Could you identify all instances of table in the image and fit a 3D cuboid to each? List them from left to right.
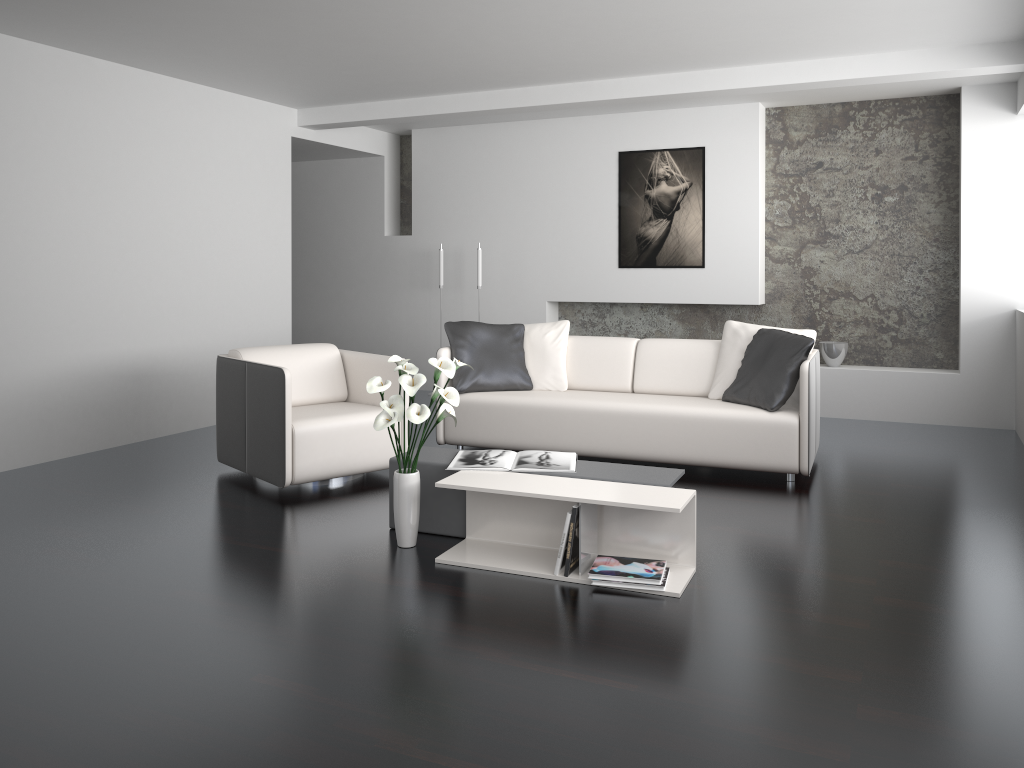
[{"bbox_3d":[0.090,0.502,3.810,1.259,0.313,0.300,3,5,23],"label":"table"},{"bbox_3d":[0.201,0.553,3.418,0.969,0.313,0.300,3,5,23],"label":"table"}]

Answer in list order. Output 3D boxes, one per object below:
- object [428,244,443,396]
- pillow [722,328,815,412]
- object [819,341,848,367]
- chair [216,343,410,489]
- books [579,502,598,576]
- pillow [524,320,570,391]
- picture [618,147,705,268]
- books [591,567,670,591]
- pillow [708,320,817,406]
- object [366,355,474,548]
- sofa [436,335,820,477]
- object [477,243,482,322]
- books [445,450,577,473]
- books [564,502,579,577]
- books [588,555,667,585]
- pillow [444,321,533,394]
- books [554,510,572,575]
[{"bbox_3d":[-0.652,-0.594,8.106,0.180,1.391,0.180,0,1,25],"label":"object"},{"bbox_3d":[1.484,-0.086,5.034,0.333,0.434,0.555,-1,5,-19],"label":"pillow"},{"bbox_3d":[2.548,-0.233,6.977,0.215,0.190,0.216,2,5,19],"label":"object"},{"bbox_3d":[-1.150,0.129,5.005,0.769,0.659,0.923,-4,6,-40],"label":"chair"},{"bbox_3d":[0.293,0.560,3.365,0.007,0.283,0.206,0,3,23],"label":"books"},{"bbox_3d":[0.109,-0.174,5.877,0.585,0.498,0.325,1,3,14],"label":"pillow"},{"bbox_3d":[1.255,-1.478,7.425,0.746,1.002,0.004,1,1,25],"label":"picture"},{"bbox_3d":[0.441,0.707,3.250,0.263,0.017,0.215,2,8,15],"label":"books"},{"bbox_3d":[1.506,-0.118,5.309,0.588,0.506,0.300,2,3,29],"label":"pillow"},{"bbox_3d":[-0.374,0.288,3.597,0.378,0.795,0.448,0,2,8],"label":"object"},{"bbox_3d":[0.724,0.063,5.514,2.241,0.658,0.925,3,6,22],"label":"sofa"},{"bbox_3d":[-0.290,-0.558,7.824,0.180,1.391,0.180,0,1,25],"label":"object"},{"bbox_3d":[0.009,0.332,3.843,0.548,0.017,0.361,1,7,5],"label":"books"},{"bbox_3d":[0.259,0.570,3.359,0.050,0.262,0.235,0,3,23],"label":"books"},{"bbox_3d":[0.431,0.688,3.273,0.263,0.017,0.229,2,8,15],"label":"books"},{"bbox_3d":[-0.140,-0.182,5.692,0.566,0.448,0.279,-2,3,-21],"label":"pillow"},{"bbox_3d":[0.230,0.582,3.368,0.069,0.237,0.228,0,4,23],"label":"books"}]
